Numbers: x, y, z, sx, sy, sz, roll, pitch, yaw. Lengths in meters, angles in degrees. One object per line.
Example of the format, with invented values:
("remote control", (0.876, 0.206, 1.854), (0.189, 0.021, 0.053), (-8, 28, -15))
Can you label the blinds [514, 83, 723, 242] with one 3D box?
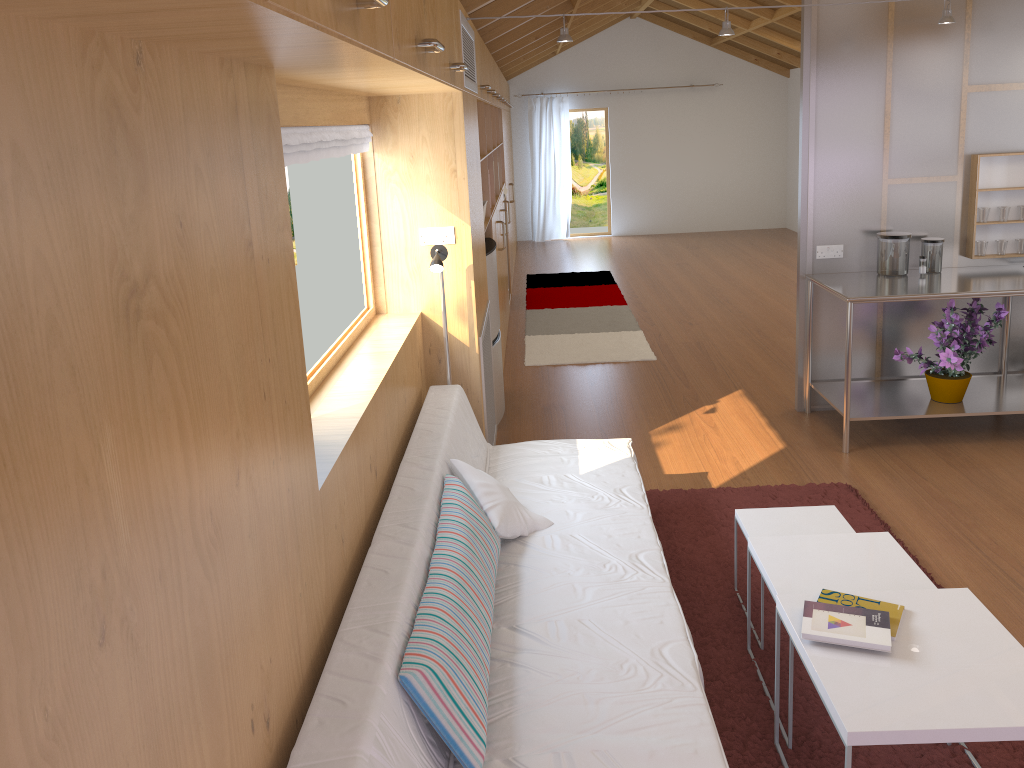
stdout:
("blinds", (1.495, -3.066, 12.311), (2.847, 2.003, 0.237), (-3, 13, 1))

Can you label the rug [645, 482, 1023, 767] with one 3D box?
("rug", (0.537, 0.865, 2.766), (1.885, 0.020, 2.526), (-3, 17, 2))

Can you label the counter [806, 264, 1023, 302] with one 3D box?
("counter", (2.639, -0.537, 4.452), (2.109, 0.021, 0.662), (-3, 17, 2))

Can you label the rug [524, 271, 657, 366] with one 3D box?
("rug", (0.586, -0.686, 7.992), (0.916, 0.011, 3.790), (-2, 17, 2))

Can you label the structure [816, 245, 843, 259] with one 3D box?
("structure", (1.712, -0.712, 4.762), (0.142, 0.070, 0.011), (-3, 13, 2))

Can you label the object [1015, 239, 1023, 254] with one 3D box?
("object", (2.703, -0.729, 4.693), (0.061, 0.075, 0.062), (-9, 15, -23))

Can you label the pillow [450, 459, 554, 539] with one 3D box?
("pillow", (-0.041, 0.363, 2.911), (0.269, 0.247, 0.349), (-13, 18, -33))

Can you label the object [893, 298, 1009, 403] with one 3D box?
("object", (2.215, -0.176, 4.424), (0.525, 0.543, 0.357), (-5, 14, -7))

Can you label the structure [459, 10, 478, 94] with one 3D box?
("structure", (-0.196, -1.486, 4.012), (0.013, 0.295, 0.919), (-3, 16, 2))

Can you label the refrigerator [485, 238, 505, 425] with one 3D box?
("refrigerator", (-0.195, -0.319, 5.185), (0.261, 0.970, 0.726), (-3, 14, 2))

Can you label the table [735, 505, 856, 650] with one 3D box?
("table", (0.946, 0.627, 2.909), (0.341, 0.303, 0.376), (-3, 15, 2))

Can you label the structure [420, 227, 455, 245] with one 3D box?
("structure", (-0.311, -0.618, 3.691), (0.142, 0.070, 0.011), (-3, 13, 2))

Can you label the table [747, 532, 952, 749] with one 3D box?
("table", (0.936, 0.708, 2.510), (0.424, 0.377, 0.467), (-3, 15, 2))

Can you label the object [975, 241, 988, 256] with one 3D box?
("object", (2.496, -0.720, 4.699), (0.061, 0.075, 0.062), (0, 15, 14))

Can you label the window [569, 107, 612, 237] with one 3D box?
("window", (0.947, -2.978, 12.513), (0.874, 1.756, 0.026), (-3, 12, 2))

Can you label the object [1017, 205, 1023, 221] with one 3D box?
("object", (2.693, -0.899, 4.655), (0.061, 0.075, 0.062), (-9, 15, -23))

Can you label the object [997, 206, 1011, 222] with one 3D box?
("object", (2.590, -0.894, 4.658), (0.061, 0.075, 0.062), (-9, 15, -23))

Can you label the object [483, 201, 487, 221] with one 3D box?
("object", (-0.245, -0.963, 5.030), (0.203, 0.120, 0.356), (-3, 16, 2))

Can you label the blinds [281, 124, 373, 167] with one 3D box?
("blinds", (-0.598, -0.787, 2.879), (0.047, 0.109, 1.525), (-3, 16, 2))

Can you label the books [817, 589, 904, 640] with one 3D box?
("books", (0.843, 0.562, 2.158), (0.194, 0.016, 0.155), (7, 19, 30))

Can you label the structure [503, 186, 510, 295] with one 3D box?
("structure", (-0.179, -1.292, 8.259), (0.315, 1.061, 0.738), (-3, 14, 2))

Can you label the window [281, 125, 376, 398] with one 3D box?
("window", (-0.631, -0.459, 2.952), (0.035, 0.776, 1.524), (-3, 16, 2))

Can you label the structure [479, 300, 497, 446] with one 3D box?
("structure", (-0.113, 0.020, 4.372), (0.013, 0.709, 0.834), (-3, 15, 2))

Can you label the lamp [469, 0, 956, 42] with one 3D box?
("lamp", (1.714, -1.661, 3.903), (3.827, 0.150, 0.074), (-3, 13, 2))

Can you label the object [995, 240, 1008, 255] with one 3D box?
("object", (2.599, -0.724, 4.696), (0.061, 0.075, 0.062), (-9, 15, -23))

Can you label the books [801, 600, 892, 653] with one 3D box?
("books", (0.789, 0.569, 2.088), (0.193, 0.016, 0.155), (3, 18, 21))

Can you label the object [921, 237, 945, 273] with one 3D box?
("object", (2.213, -0.677, 4.660), (0.113, 0.174, 0.115), (3, 15, 22))

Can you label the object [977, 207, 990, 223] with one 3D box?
("object", (2.486, -0.890, 4.662), (0.061, 0.075, 0.062), (0, 15, 14))

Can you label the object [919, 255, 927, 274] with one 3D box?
("object", (2.126, -0.617, 4.575), (0.037, 0.091, 0.038), (1, 14, 16))

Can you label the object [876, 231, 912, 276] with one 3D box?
("object", (2.003, -0.683, 4.643), (0.172, 0.212, 0.175), (1, 15, 15))

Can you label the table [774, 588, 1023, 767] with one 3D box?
("table", (0.926, 0.816, 2.053), (0.485, 0.431, 0.534), (-3, 15, 2))

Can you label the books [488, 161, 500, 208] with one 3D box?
("books", (-0.226, -1.797, 6.904), (0.189, 0.646, 3.166), (-3, 16, 2))

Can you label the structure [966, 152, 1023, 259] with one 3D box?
("structure", (2.588, -0.940, 4.656), (0.328, 0.536, 0.078), (-3, 13, 2))

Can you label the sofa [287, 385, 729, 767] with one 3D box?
("sofa", (0.064, 0.617, 2.606), (0.862, 0.618, 2.398), (-3, 16, 2))

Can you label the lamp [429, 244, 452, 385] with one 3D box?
("lamp", (-0.250, 0.011, 3.691), (0.183, 1.177, 0.258), (-8, 14, -22))

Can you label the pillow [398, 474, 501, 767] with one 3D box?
("pillow", (-0.130, 0.550, 2.305), (0.171, 0.247, 1.061), (-3, 16, 2))

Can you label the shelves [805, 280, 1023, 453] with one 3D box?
("shelves", (2.659, -0.159, 4.536), (2.092, 0.740, 0.644), (-3, 14, 2))
